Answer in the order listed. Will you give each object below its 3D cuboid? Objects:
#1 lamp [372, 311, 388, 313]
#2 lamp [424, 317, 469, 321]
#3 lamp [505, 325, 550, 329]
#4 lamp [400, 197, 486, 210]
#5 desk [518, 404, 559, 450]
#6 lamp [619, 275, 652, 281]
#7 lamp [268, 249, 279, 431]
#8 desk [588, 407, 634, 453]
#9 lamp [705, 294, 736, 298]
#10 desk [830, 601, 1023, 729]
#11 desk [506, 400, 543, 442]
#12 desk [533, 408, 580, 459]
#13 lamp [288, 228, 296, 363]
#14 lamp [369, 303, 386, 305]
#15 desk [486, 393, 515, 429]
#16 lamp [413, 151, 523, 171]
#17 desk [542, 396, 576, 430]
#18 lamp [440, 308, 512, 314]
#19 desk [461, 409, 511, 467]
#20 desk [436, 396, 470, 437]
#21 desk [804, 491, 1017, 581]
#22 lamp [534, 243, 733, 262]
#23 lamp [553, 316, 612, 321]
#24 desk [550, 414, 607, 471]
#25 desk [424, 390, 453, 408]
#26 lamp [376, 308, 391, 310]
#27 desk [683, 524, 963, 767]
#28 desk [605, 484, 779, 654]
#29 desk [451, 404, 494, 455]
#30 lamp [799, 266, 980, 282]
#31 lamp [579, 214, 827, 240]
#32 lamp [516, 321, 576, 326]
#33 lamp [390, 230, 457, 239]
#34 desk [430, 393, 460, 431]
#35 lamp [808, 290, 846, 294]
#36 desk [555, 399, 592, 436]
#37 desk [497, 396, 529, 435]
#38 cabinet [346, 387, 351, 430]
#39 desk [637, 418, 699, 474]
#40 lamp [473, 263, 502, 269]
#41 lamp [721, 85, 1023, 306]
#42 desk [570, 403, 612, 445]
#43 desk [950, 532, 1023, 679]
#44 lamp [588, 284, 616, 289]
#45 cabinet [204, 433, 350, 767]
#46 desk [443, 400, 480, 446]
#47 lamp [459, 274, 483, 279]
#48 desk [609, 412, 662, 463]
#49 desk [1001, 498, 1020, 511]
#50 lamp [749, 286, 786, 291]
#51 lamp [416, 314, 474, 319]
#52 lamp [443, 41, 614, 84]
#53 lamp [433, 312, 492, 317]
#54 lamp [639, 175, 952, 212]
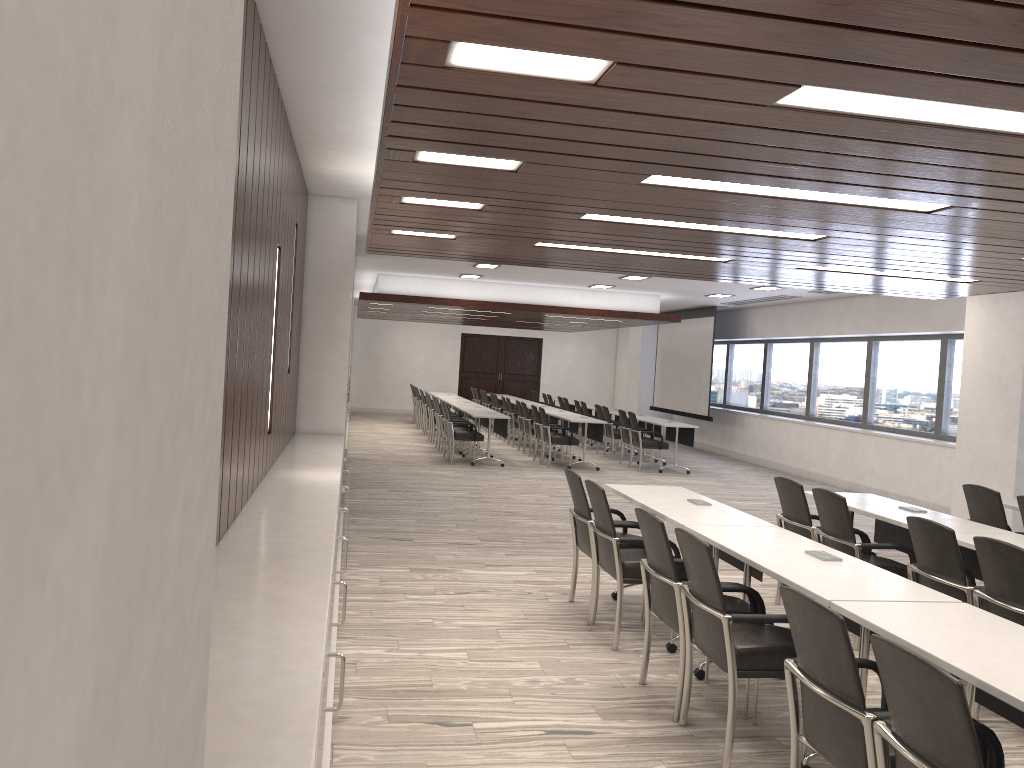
[{"bbox_3d":[-2.744,-1.494,18.023,0.464,0.045,0.236,3,1,-10],"label":"lamp"},{"bbox_3d":[-1.421,-1.447,19.382,1.496,0.045,0.236,3,1,-10],"label":"lamp"},{"bbox_3d":[0.370,-1.379,21.049,1.496,0.045,0.236,3,1,-10],"label":"lamp"},{"bbox_3d":[-0.383,-1.029,4.926,0.464,0.045,0.236,3,1,-10],"label":"lamp"},{"bbox_3d":[0.494,0.822,17.376,0.577,0.795,1.509,3,1,-10],"label":"desk"},{"bbox_3d":[1.757,-1.567,12.649,0.324,0.120,0.519,3,1,-10],"label":"lamp"},{"bbox_3d":[-1.407,-0.253,5.022,0.094,1.058,0.236,3,1,-10],"label":"lamp"},{"bbox_3d":[1.965,0.904,17.644,0.577,0.795,1.509,3,1,-10],"label":"desk"},{"bbox_3d":[3.450,-1.515,14.696,0.324,0.120,0.519,3,1,-10],"label":"lamp"},{"bbox_3d":[1.601,1.250,2.682,0.577,0.795,1.509,3,1,-10],"label":"desk"},{"bbox_3d":[0.224,0.769,18.874,0.577,0.795,1.509,3,1,-10],"label":"desk"},{"bbox_3d":[0.762,0.875,15.888,0.577,0.795,1.509,3,1,-10],"label":"desk"},{"bbox_3d":[-1.622,-0.617,6.313,0.094,1.058,0.236,3,1,-10],"label":"lamp"},{"bbox_3d":[-2.237,-1.394,15.211,0.464,0.045,0.236,3,1,-10],"label":"lamp"},{"bbox_3d":[-0.316,0.662,21.872,0.577,0.795,1.509,3,1,-10],"label":"desk"},{"bbox_3d":[-0.188,-0.991,3.844,0.464,0.045,0.236,3,1,-10],"label":"lamp"},{"bbox_3d":[1.154,0.745,22.140,0.577,0.795,1.509,3,1,-10],"label":"desk"},{"bbox_3d":[-0.718,-1.309,15.487,1.496,0.045,0.236,3,1,-10],"label":"lamp"},{"bbox_3d":[-0.460,0.844,14.118,0.577,0.795,1.509,3,1,-10],"label":"desk"},{"bbox_3d":[-1.268,0.685,18.602,0.577,0.795,1.509,3,1,-10],"label":"desk"},{"bbox_3d":[2.553,1.227,5.952,0.577,0.795,1.509,3,1,-10],"label":"desk"},{"bbox_3d":[0.901,-0.990,6.501,1.496,0.045,0.236,3,1,-10],"label":"lamp"},{"bbox_3d":[1.306,-1.195,15.856,1.496,0.045,0.236,3,1,-10],"label":"lamp"},{"bbox_3d":[1.032,0.928,14.390,0.577,0.795,1.509,3,1,-10],"label":"desk"},{"bbox_3d":[-1.809,0.579,21.600,0.577,0.795,1.509,3,1,-10],"label":"desk"},{"bbox_3d":[-2.510,-1.448,16.725,0.464,0.045,0.236,3,1,-10],"label":"lamp"},{"bbox_3d":[1.331,1.197,4.183,0.577,0.795,1.509,3,1,-10],"label":"desk"},{"bbox_3d":[1.061,1.143,5.680,0.577,0.795,1.509,3,1,-10],"label":"desk"},{"bbox_3d":[-0.730,0.791,15.616,0.577,0.795,1.509,3,1,-10],"label":"desk"},{"bbox_3d":[2.926,-0.876,6.870,1.496,0.045,0.236,3,1,-10],"label":"lamp"},{"bbox_3d":[1.135,-0.944,5.203,1.496,0.045,0.236,3,1,-10],"label":"lamp"},{"bbox_3d":[0.799,-1.295,18.669,1.496,0.045,0.236,3,1,-10],"label":"lamp"},{"bbox_3d":[-0.617,-1.075,6.224,0.464,0.045,0.236,3,1,-10],"label":"lamp"},{"bbox_3d":[-1.539,0.632,20.103,0.577,0.795,1.509,3,1,-10],"label":"desk"},{"bbox_3d":[4.500,-1.046,7.310,1.499,0.552,12.001,4,1,6],"label":"lamp"},{"bbox_3d":[1.424,0.798,20.643,0.577,0.795,1.509,3,1,-10],"label":"desk"},{"bbox_3d":[-0.046,0.716,20.375,0.577,0.795,1.509,3,1,-10],"label":"desk"},{"bbox_3d":[-3.527,0.409,18.097,0.476,0.698,7.540,3,1,-10],"label":"cabinet"},{"bbox_3d":[2.503,1.010,14.658,0.577,0.795,1.509,3,1,-10],"label":"desk"},{"bbox_3d":[-0.343,-1.685,12.266,0.324,0.120,0.519,3,1,-10],"label":"lamp"},{"bbox_3d":[3.038,-1.186,9.407,1.469,0.552,14.295,4,1,12],"label":"lamp"},{"bbox_3d":[1.695,0.851,19.142,0.577,0.795,1.509,3,1,-10],"label":"desk"},{"bbox_3d":[2.823,1.280,4.455,0.577,0.795,1.509,3,1,-10],"label":"desk"},{"bbox_3d":[1.454,-1.627,14.332,0.324,0.120,0.519,3,1,-10],"label":"lamp"},{"bbox_3d":[-0.968,0.913,3.901,0.476,0.698,7.540,3,1,-10],"label":"cabinet"},{"bbox_3d":[-0.998,0.738,17.104,0.577,0.795,1.509,3,1,-10],"label":"desk"},{"bbox_3d":[-0.646,-1.745,13.949,0.324,0.120,0.519,3,1,-10],"label":"lamp"},{"bbox_3d":[2.233,0.957,16.156,0.577,0.795,1.509,3,1,-10],"label":"desk"},{"bbox_3d":[4.024,1.310,6.220,0.577,0.795,1.509,3,1,-10],"label":"desk"},{"bbox_3d":[3.753,-1.455,13.013,0.324,0.120,0.519,3,1,-10],"label":"lamp"},{"bbox_3d":[-1.225,-1.409,18.300,1.496,0.045,0.236,3,1,-10],"label":"lamp"},{"bbox_3d":[0.046,-0.945,2.546,0.464,0.045,0.236,3,1,-10],"label":"lamp"},{"bbox_3d":[-0.991,-1.363,17.002,1.496,0.045,0.236,3,1,-10],"label":"lamp"},{"bbox_3d":[1.330,-0.906,4.121,1.496,0.045,0.236,3,1,-10],"label":"lamp"}]
